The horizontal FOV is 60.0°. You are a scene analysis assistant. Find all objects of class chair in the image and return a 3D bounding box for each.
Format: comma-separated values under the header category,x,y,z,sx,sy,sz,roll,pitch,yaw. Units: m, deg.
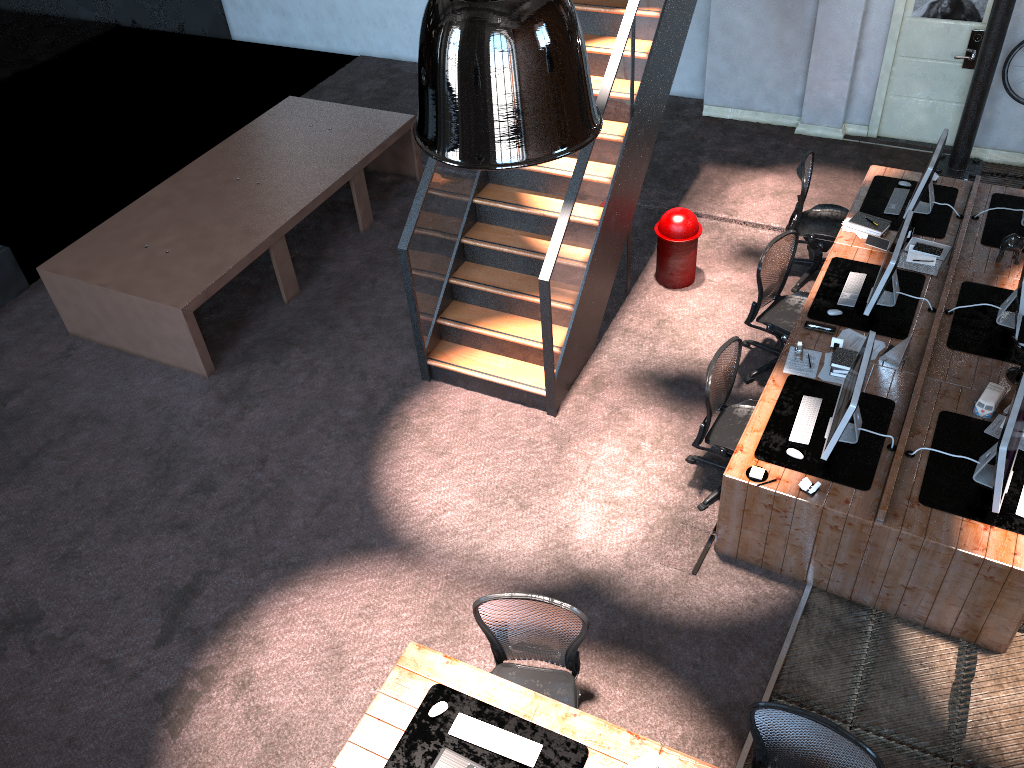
category,x,y,z,sx,sy,sz,roll,pitch,yaw
chair,1.265,1.999,4.005,0.770,1.085,0.792,7,43,14
chair,1.576,0.264,5.922,0.792,1.085,0.770,7,43,14
chair,0.111,1.615,4.561,0.770,1.085,0.792,-6,42,-1
chair,2.179,-0.577,6.802,0.792,1.085,0.770,14,45,21
chair,2.717,-1.439,7.713,0.792,1.085,0.770,0,42,6

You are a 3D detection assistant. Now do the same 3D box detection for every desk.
category,x,y,z,sx,sy,sz,roll,pitch,yaw
desk,0.957,2.625,3.520,4.117,0.840,1.748,15,46,22
desk,-2.537,-1.641,8.757,1.650,0.750,3.630,15,46,22
desk,3.029,-0.231,6.506,1.748,0.840,4.117,17,46,23

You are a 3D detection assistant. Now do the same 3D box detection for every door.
category,x,y,z,sx,sy,sz,roll,pitch,yaw
door,4.326,-3.472,8.932,1.013,2.268,0.064,15,46,22

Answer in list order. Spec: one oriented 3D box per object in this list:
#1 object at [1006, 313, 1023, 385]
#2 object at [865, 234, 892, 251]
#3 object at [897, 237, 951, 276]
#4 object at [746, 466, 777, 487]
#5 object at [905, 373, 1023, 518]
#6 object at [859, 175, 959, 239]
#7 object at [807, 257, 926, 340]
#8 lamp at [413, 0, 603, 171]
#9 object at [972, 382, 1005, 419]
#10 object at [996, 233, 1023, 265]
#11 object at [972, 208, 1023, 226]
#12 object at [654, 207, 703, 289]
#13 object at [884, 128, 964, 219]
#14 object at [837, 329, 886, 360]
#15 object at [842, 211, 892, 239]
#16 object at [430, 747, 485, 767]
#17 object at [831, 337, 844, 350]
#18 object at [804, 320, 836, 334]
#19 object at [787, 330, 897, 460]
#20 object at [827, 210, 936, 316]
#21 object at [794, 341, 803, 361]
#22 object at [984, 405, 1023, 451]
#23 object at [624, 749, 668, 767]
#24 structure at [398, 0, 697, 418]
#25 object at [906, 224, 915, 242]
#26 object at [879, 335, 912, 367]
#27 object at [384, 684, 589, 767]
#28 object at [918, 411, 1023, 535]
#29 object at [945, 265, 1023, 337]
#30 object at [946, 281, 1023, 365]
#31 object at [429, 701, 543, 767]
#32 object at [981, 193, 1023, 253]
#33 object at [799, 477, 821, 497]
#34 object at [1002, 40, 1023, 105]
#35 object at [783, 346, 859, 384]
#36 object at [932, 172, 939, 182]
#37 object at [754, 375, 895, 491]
category,x,y,z,sx,sy,sz,roll,pitch,yaw
object,3.309,-0.187,5.637,0.304,0.380,0.417,-4,42,2
object,2.912,-1.067,6.898,0.129,0.083,0.347,-20,44,-16
object,3.168,-0.991,6.824,0.304,0.017,0.467,21,48,27
object,1.472,0.537,5.293,0.158,0.026,0.154,-14,42,-10
object,2.792,0.362,4.955,0.811,0.578,0.663,-8,42,-3
object,3.297,-1.488,7.388,0.687,0.008,0.848,16,46,23
object,2.612,-0.646,6.516,0.687,0.008,0.848,16,46,23
lamp,-0.096,-1.499,1.318,0.445,2.372,0.445,-14,42,-10
object,2.997,0.103,5.570,0.128,0.146,0.253,27,51,31
object,3.779,-1.067,6.607,0.229,0.351,0.135,14,45,20
object,4.176,-1.462,6.855,0.799,0.576,0.648,-15,42,-11
object,1.469,-1.229,7.879,0.414,0.707,0.414,-15,42,-11
object,3.320,-1.688,7.205,0.586,0.581,0.692,-13,42,-9
object,2.393,-0.275,6.125,0.315,0.002,0.246,28,51,32
object,2.854,-1.297,7.176,0.325,0.065,0.363,-30,47,-26
object,-0.237,1.759,3.902,0.390,0.283,0.323,17,46,24
object,2.224,-0.273,6.070,0.076,0.102,0.034,16,46,22
object,2.180,-0.403,6.273,0.215,0.031,0.089,15,46,22
object,2.047,0.105,5.320,0.610,0.573,0.714,15,45,21
object,2.583,-0.824,6.309,0.735,0.576,0.654,-14,42,-9
object,1.970,-0.236,6.081,0.054,0.064,0.159,6,43,13
object,3.152,0.242,5.440,0.467,0.017,0.304,-32,48,-27
object,0.644,1.863,3.895,0.304,0.017,0.467,-24,45,-20
structure,1.101,-2.871,7.807,10.620,4.603,5.793,15,46,22
object,3.114,-1.198,6.993,0.078,0.138,0.099,30,52,33
object,2.552,-0.274,5.868,0.165,0.320,0.178,23,49,28
object,-0.158,1.804,4.060,0.848,0.008,0.687,15,45,22
object,2.810,0.510,5.195,0.687,0.008,0.848,16,46,23
object,3.517,-0.621,5.982,0.772,0.578,0.642,-15,42,-10
object,3.448,-0.418,6.169,0.687,0.008,0.848,16,46,23
object,-0.139,1.656,4.199,0.577,0.040,0.139,16,46,22
object,4.141,-1.257,7.038,0.687,0.008,0.848,16,46,23
object,1.736,0.592,5.176,0.106,0.063,0.082,30,52,33
object,5.179,-3.309,7.916,1.022,1.846,0.655,-2,42,4
object,2.096,-0.163,5.958,0.478,0.098,0.319,14,45,21
object,3.609,-1.784,7.645,0.106,0.063,0.082,-5,42,0
object,1.965,0.280,5.545,0.687,0.008,0.848,16,46,23
